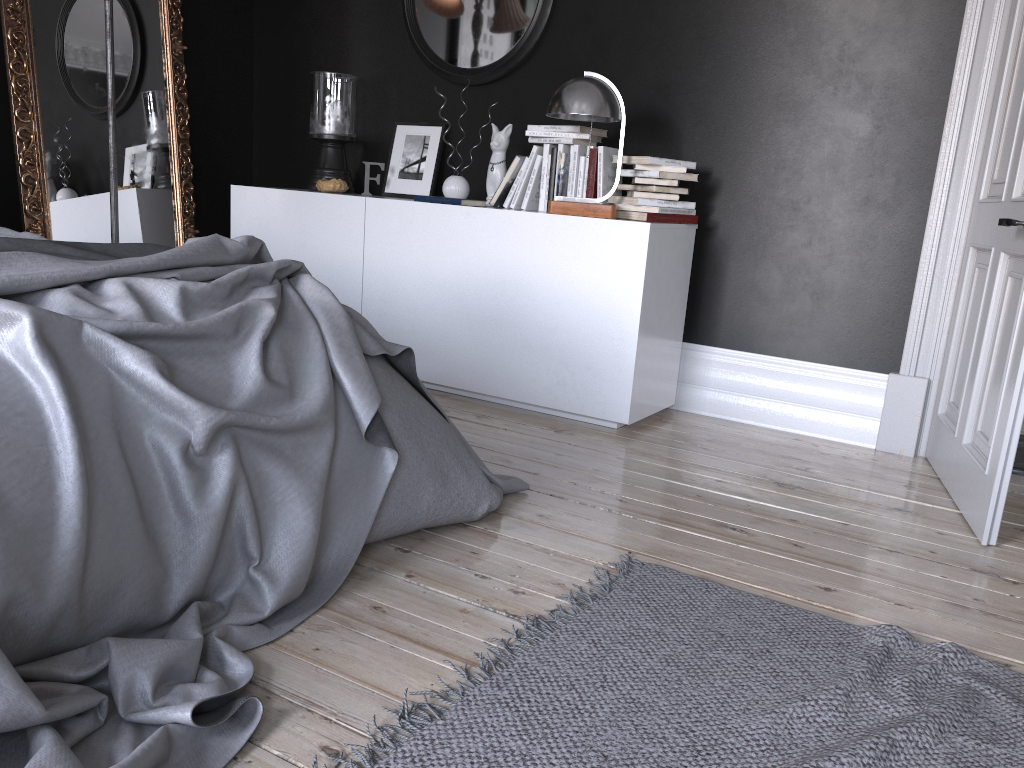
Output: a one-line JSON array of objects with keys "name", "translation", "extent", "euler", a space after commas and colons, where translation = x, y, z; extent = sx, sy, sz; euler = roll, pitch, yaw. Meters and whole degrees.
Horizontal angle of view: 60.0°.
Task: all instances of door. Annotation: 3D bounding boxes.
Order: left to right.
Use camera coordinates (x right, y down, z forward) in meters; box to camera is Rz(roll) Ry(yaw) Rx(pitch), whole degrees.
[{"name": "door", "translation": [1.742, -0.748, 2.998], "extent": [0.216, 2.384, 1.094], "euler": [9, 14, 17]}]

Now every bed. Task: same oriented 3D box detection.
[{"name": "bed", "translation": [-1.828, -0.299, 2.220], "extent": [3.280, 1.304, 2.756], "euler": [9, 13, 18]}]

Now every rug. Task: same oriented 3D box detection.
[{"name": "rug", "translation": [1.284, 0.917, 0.747], "extent": [3.638, 0.050, 2.100], "euler": [12, 14, 30]}]

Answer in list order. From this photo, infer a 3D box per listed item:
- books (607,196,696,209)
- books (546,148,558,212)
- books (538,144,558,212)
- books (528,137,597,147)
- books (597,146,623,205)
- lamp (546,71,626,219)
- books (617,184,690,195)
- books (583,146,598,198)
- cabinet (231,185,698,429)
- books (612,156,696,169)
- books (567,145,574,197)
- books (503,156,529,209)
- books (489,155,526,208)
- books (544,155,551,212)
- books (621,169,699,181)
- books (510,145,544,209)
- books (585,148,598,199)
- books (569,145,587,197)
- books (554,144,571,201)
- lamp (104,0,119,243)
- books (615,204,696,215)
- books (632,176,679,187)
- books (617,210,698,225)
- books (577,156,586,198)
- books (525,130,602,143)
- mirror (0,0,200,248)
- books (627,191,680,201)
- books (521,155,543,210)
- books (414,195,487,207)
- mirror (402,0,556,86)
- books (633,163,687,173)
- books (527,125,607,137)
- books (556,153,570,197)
[{"name": "books", "translation": [0.620, -0.809, 3.953], "extent": [0.318, 0.031, 0.228], "euler": [-3, 14, -29]}, {"name": "books", "translation": [0.229, -0.950, 4.153], "extent": [0.030, 0.291, 0.192], "euler": [12, 15, 29]}, {"name": "books", "translation": [0.204, -0.976, 4.224], "extent": [0.030, 0.308, 0.220], "euler": [12, 15, 29]}, {"name": "books", "translation": [0.238, -1.130, 4.144], "extent": [0.258, 0.026, 0.195], "euler": [15, 16, 39]}, {"name": "books", "translation": [0.449, -0.920, 4.054], "extent": [0.050, 0.309, 0.219], "euler": [12, 15, 29]}, {"name": "lamp", "translation": [0.304, -1.016, 3.772], "extent": [0.340, 0.593, 0.327], "euler": [7, 13, 10]}, {"name": "books", "translation": [0.625, -0.871, 3.958], "extent": [0.193, 0.031, 0.288], "euler": [-2, 14, -28]}, {"name": "books", "translation": [0.396, -0.937, 4.116], "extent": [0.030, 0.308, 0.220], "euler": [12, 15, 29]}, {"name": "cabinet", "translation": [-0.358, -0.464, 4.477], "extent": [2.392, 0.886, 0.569], "euler": [11, 15, 29]}, {"name": "books", "translation": [0.627, -0.977, 3.909], "extent": [0.306, 0.030, 0.220], "euler": [-6, 16, -39]}, {"name": "books", "translation": [0.324, -0.952, 4.156], "extent": [0.030, 0.308, 0.220], "euler": [12, 15, 29]}, {"name": "books", "translation": [0.068, -0.967, 4.278], "extent": [0.132, 0.246, 0.195], "euler": [12, 15, 29]}, {"name": "books", "translation": [0.017, -0.971, 4.272], "extent": [0.158, 0.247, 0.202], "euler": [12, 15, 29]}, {"name": "books", "translation": [0.217, -0.944, 4.192], "extent": [0.026, 0.260, 0.195], "euler": [12, 15, 29]}, {"name": "books", "translation": [0.642, -0.926, 3.933], "extent": [0.220, 0.030, 0.305], "euler": [-3, 14, -29]}, {"name": "books", "translation": [0.110, -0.984, 4.247], "extent": [0.126, 0.297, 0.219], "euler": [12, 15, 29]}, {"name": "books", "translation": [0.413, -0.922, 4.078], "extent": [0.038, 0.297, 0.235], "euler": [12, 15, 29]}, {"name": "books", "translation": [0.333, -0.943, 4.120], "extent": [0.024, 0.308, 0.219], "euler": [12, 15, 29]}, {"name": "books", "translation": [0.266, -0.957, 4.158], "extent": [0.024, 0.308, 0.219], "euler": [12, 15, 29]}, {"name": "lamp", "translation": [-1.765, -1.243, 3.907], "extent": [0.986, 2.422, 0.769], "euler": [-2, 15, -27]}, {"name": "books", "translation": [0.637, -0.775, 3.940], "extent": [0.228, 0.025, 0.318], "euler": [15, 16, 39]}, {"name": "books", "translation": [0.632, -0.897, 3.938], "extent": [0.193, 0.031, 0.288], "euler": [5, 12, 4]}, {"name": "books", "translation": [0.635, -0.742, 3.937], "extent": [0.294, 0.038, 0.234], "euler": [-3, 15, -32]}, {"name": "books", "translation": [0.356, -0.915, 4.113], "extent": [0.026, 0.260, 0.195], "euler": [12, 15, 29]}, {"name": "books", "translation": [0.244, -1.153, 4.134], "extent": [0.307, 0.024, 0.219], "euler": [9, 13, 19]}, {"name": "mirror", "translation": [-2.039, -1.276, 4.506], "extent": [0.254, 2.202, 0.988], "euler": [12, 15, 29]}, {"name": "books", "translation": [0.624, -0.840, 3.956], "extent": [0.203, 0.029, 0.267], "euler": [4, 12, 0]}, {"name": "books", "translation": [0.137, -0.959, 4.237], "extent": [0.091, 0.257, 0.195], "euler": [12, 15, 29]}, {"name": "books", "translation": [-0.288, -0.858, 4.155], "extent": [0.289, 0.031, 0.192], "euler": [13, 15, 35]}, {"name": "mirror", "translation": [-0.187, -1.998, 4.481], "extent": [0.922, 0.928, 0.061], "euler": [12, 15, 29]}, {"name": "books", "translation": [0.652, -0.956, 3.945], "extent": [0.220, 0.024, 0.306], "euler": [6, 12, 5]}, {"name": "books", "translation": [0.259, -1.184, 4.151], "extent": [0.305, 0.030, 0.220], "euler": [15, 16, 39]}, {"name": "books", "translation": [0.266, -0.927, 4.117], "extent": [0.029, 0.271, 0.204], "euler": [12, 15, 29]}]
